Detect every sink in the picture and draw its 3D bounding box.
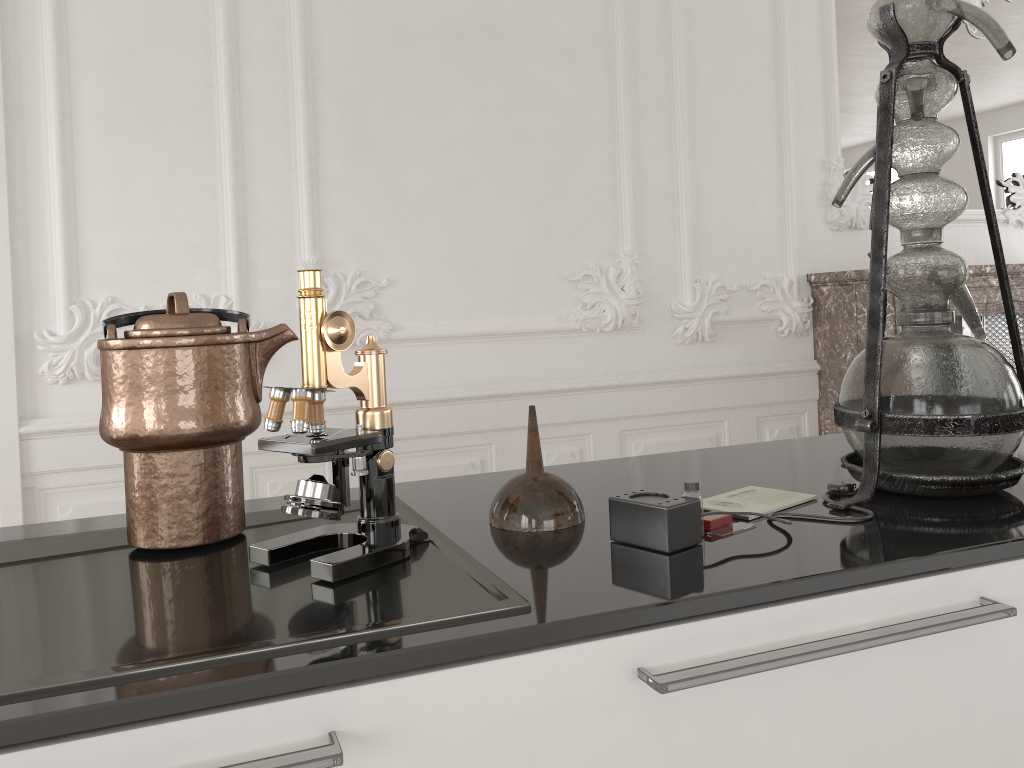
[{"bbox_3d":[-0.611,0.274,0.741,1.167,0.140,0.486,-4,5,-20],"label":"sink"}]

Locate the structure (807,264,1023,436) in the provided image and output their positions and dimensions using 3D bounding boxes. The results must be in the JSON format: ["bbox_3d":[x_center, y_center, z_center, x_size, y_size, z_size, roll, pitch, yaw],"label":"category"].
[{"bbox_3d":[2.260,0.036,4.469,1.546,1.246,0.659,-4,2,-21],"label":"structure"}]

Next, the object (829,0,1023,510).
[{"bbox_3d":[0.541,-0.199,1.089,0.294,0.650,0.319,-2,1,23],"label":"object"}]

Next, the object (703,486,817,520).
[{"bbox_3d":[0.283,0.140,1.051,0.141,0.004,0.093,-7,6,-40],"label":"object"}]

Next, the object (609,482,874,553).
[{"bbox_3d":[0.288,0.126,0.965,0.376,0.045,0.124,-5,5,-31],"label":"object"}]

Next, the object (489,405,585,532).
[{"bbox_3d":[0.026,0.091,1.019,0.111,0.131,0.111,-3,2,-15],"label":"object"}]

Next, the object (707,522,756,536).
[{"bbox_3d":[0.233,0.153,0.936,0.060,0.001,0.020,-7,6,-40],"label":"object"}]

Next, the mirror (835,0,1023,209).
[{"bbox_3d":[2.253,-1.635,4.676,1.437,1.570,0.009,-3,1,-21],"label":"mirror"}]

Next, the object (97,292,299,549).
[{"bbox_3d":[-0.371,0.034,1.022,0.208,0.279,0.187,-2,2,20],"label":"object"}]

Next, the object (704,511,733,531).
[{"bbox_3d":[0.216,0.148,0.955,0.039,0.010,0.026,-6,6,-40],"label":"object"}]

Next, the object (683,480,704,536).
[{"bbox_3d":[0.187,0.129,0.917,0.017,0.056,0.017,-3,1,-40],"label":"object"}]

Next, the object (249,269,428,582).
[{"bbox_3d":[-0.175,0.029,0.907,0.131,0.291,0.170,-2,2,40],"label":"object"}]
